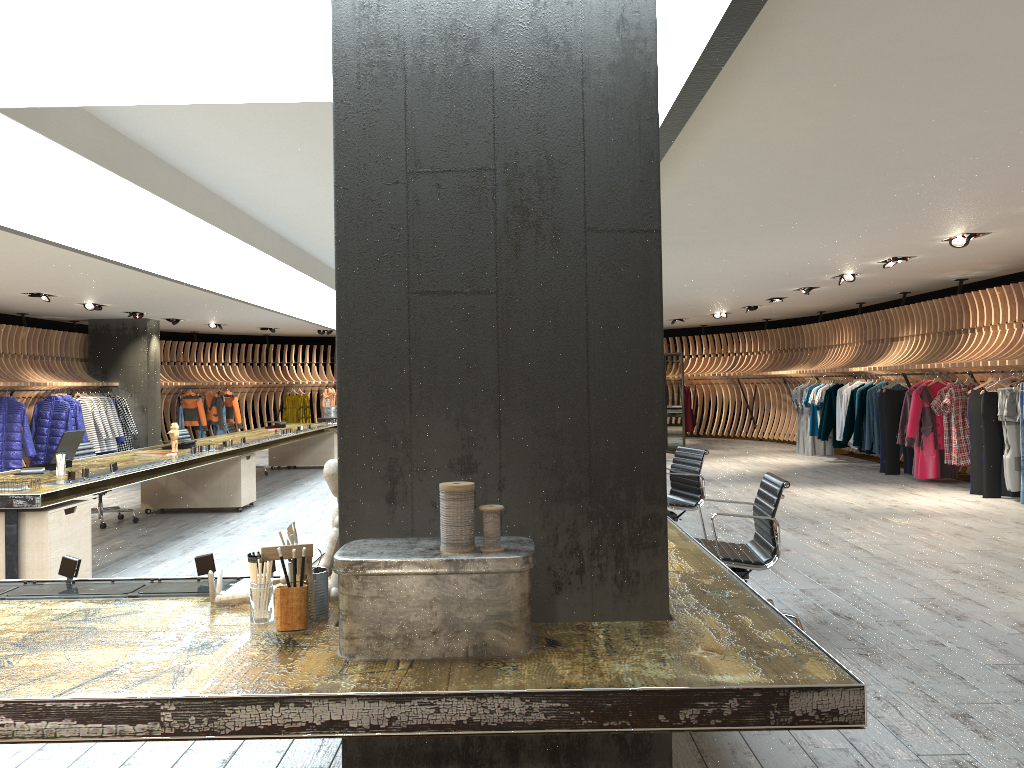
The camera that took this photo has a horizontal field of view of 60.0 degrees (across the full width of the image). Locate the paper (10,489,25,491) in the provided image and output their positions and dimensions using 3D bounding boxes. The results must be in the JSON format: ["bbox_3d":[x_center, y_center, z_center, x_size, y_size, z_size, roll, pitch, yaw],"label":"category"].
[{"bbox_3d":[-3.262,0.690,5.795,0.176,0.004,0.130,-1,0,9],"label":"paper"}]

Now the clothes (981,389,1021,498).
[{"bbox_3d":[5.598,0.725,10.062,0.539,1.353,0.087,-1,-1,0],"label":"clothes"}]

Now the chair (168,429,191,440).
[{"bbox_3d":[-4.228,1.036,11.925,0.667,0.860,0.693,-1,-1,-4],"label":"chair"}]

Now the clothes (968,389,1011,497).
[{"bbox_3d":[5.581,0.726,10.265,0.539,1.353,0.087,-2,-1,40],"label":"clothes"}]

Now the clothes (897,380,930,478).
[{"bbox_3d":[5.590,0.601,11.902,0.840,1.312,0.321,-1,-1,-1],"label":"clothes"}]

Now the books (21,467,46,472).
[{"bbox_3d":[-3.806,0.678,7.019,0.186,0.027,0.112,-1,0,-15],"label":"books"}]

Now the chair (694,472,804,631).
[{"bbox_3d":[1.171,0.934,4.822,0.667,0.860,0.693,-1,-1,-4],"label":"chair"}]

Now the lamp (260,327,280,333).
[{"bbox_3d":[-5.585,-1.318,20.309,0.269,0.293,0.492,-1,0,32],"label":"lamp"}]

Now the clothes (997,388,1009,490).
[{"bbox_3d":[5.562,0.612,9.860,0.273,1.143,0.170,-2,-1,32],"label":"clothes"}]

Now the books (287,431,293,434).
[{"bbox_3d":[-3.147,0.678,12.384,0.155,0.025,0.110,-1,0,-5],"label":"books"}]

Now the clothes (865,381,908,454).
[{"bbox_3d":[5.605,0.494,13.137,0.715,1.088,0.257,-1,-1,6],"label":"clothes"}]

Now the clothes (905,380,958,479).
[{"bbox_3d":[5.589,0.601,11.613,0.839,1.312,0.321,-1,-1,9],"label":"clothes"}]

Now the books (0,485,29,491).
[{"bbox_3d":[-3.257,0.675,5.792,0.155,0.025,0.110,-1,0,-5],"label":"books"}]

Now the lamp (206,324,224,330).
[{"bbox_3d":[-6.307,-1.304,18.896,0.269,0.296,0.492,-1,0,20],"label":"lamp"}]

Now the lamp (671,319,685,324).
[{"bbox_3d":[3.717,-1.485,19.880,0.269,0.292,0.492,-1,0,-32],"label":"lamp"}]

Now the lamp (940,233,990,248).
[{"bbox_3d":[4.535,-1.512,8.867,0.269,0.284,0.492,-1,0,0],"label":"lamp"}]

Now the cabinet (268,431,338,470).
[{"bbox_3d":[-3.603,1.142,15.459,1.131,0.630,0.593,-1,-1,0],"label":"cabinet"}]

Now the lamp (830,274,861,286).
[{"bbox_3d":[4.539,-1.501,12.056,0.269,0.301,0.492,-1,0,0],"label":"lamp"}]

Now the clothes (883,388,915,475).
[{"bbox_3d":[5.582,0.727,12.658,0.539,1.353,0.087,-1,-1,5],"label":"clothes"}]

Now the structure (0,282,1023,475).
[{"bbox_3d":[-1.036,0.117,6.478,14.882,2.440,36.547,-1,0,0],"label":"structure"}]

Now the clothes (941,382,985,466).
[{"bbox_3d":[5.563,0.487,10.773,0.760,1.030,0.179,-1,-1,-14],"label":"clothes"}]

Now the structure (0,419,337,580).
[{"bbox_3d":[-3.507,1.030,10.749,1.162,0.844,10.449,-1,0,0],"label":"structure"}]

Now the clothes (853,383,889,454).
[{"bbox_3d":[5.600,0.522,13.450,0.913,1.082,0.238,-1,-1,0],"label":"clothes"}]

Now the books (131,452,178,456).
[{"bbox_3d":[-3.525,0.689,8.746,0.366,0.026,0.213,-1,0,10],"label":"books"}]

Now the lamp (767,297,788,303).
[{"bbox_3d":[4.543,-1.502,15.245,0.269,0.294,0.492,-1,0,0],"label":"lamp"}]

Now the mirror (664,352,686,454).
[{"bbox_3d":[2.301,0.404,16.087,2.111,1.892,0.443,-1,-1,41],"label":"mirror"}]

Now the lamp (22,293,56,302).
[{"bbox_3d":[-6.693,-1.303,12.563,0.269,0.294,0.492,-1,0,0],"label":"lamp"}]

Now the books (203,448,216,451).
[{"bbox_3d":[-3.153,0.676,9.165,0.155,0.025,0.110,-1,0,-5],"label":"books"}]

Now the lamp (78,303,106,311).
[{"bbox_3d":[-6.692,-1.306,14.158,0.269,0.286,0.492,-1,0,0],"label":"lamp"}]

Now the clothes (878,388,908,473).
[{"bbox_3d":[5.600,0.727,12.850,0.539,1.353,0.087,-1,-1,25],"label":"clothes"}]

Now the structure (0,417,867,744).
[{"bbox_3d":[-1.670,0.997,10.533,4.836,0.844,18.472,-1,0,0],"label":"structure"}]

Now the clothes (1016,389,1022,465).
[{"bbox_3d":[5.605,0.611,9.647,0.273,1.143,0.170,0,-1,-43],"label":"clothes"}]

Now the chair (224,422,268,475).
[{"bbox_3d":[-4.235,1.038,14.136,0.667,0.860,0.693,-1,-1,-14],"label":"chair"}]

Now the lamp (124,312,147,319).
[{"bbox_3d":[-6.689,-1.302,15.752,0.269,0.292,0.492,-1,0,0],"label":"lamp"}]

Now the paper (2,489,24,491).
[{"bbox_3d":[-3.262,0.689,5.795,0.176,0.004,0.130,-1,0,4],"label":"paper"}]

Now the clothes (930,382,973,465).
[{"bbox_3d":[5.578,0.489,10.995,0.760,1.021,0.187,-1,-1,1],"label":"clothes"}]

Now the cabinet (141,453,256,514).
[{"bbox_3d":[-3.607,1.139,10.253,1.131,0.630,0.593,-1,-1,0],"label":"cabinet"}]

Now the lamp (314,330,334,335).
[{"bbox_3d":[-4.516,-1.334,21.485,0.493,0.297,0.269,-1,-1,-40],"label":"lamp"}]

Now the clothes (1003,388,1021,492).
[{"bbox_3d":[5.549,0.610,9.754,0.278,1.141,0.172,-1,-1,7],"label":"clothes"}]

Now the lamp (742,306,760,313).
[{"bbox_3d":[4.543,-1.502,16.840,0.269,0.291,0.492,-1,0,-4],"label":"lamp"}]

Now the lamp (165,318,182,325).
[{"bbox_3d":[-6.628,-1.302,17.344,0.269,0.292,0.492,-1,0,7],"label":"lamp"}]

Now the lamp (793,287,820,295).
[{"bbox_3d":[4.541,-1.507,13.650,0.269,0.286,0.492,-1,0,0],"label":"lamp"}]

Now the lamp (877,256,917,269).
[{"bbox_3d":[4.537,-1.505,10.461,0.269,0.296,0.492,-1,0,0],"label":"lamp"}]

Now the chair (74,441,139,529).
[{"bbox_3d":[-4.263,1.035,9.280,0.667,0.860,0.693,-1,-1,-9],"label":"chair"}]

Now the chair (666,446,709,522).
[{"bbox_3d":[1.166,0.936,6.899,0.667,0.860,0.693,-1,-1,-24],"label":"chair"}]

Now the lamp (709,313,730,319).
[{"bbox_3d":[4.335,-1.500,18.418,0.269,0.287,0.492,-1,0,-20],"label":"lamp"}]

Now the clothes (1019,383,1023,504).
[{"bbox_3d":[5.571,0.740,9.501,0.277,1.543,0.316,-1,-1,-1],"label":"clothes"}]

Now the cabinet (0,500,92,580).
[{"bbox_3d":[-3.502,1.134,5.915,1.131,0.630,0.593,-1,-1,0],"label":"cabinet"}]

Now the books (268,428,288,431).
[{"bbox_3d":[-3.577,0.693,13.562,0.213,0.026,0.366,-1,0,0],"label":"books"}]
